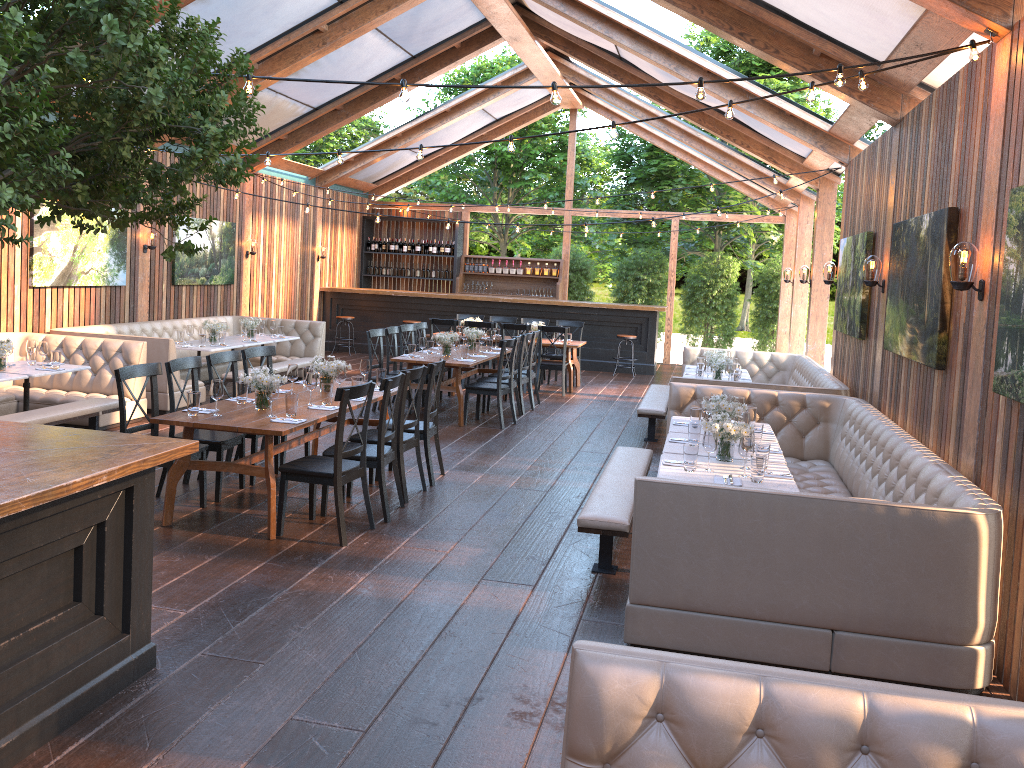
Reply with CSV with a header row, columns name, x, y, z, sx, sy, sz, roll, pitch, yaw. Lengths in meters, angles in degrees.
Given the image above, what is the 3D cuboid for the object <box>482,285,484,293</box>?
name,x,y,z,sx,sy,sz,roll,pitch,yaw
object,-0.616,-2.061,19.186,0.070,0.185,0.070,4,4,17

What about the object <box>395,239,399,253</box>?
name,x,y,z,sx,sy,sz,roll,pitch,yaw
object,-2.529,-3.038,19.483,0.077,0.306,0.077,5,4,29

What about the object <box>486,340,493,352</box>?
name,x,y,z,sx,sy,sz,roll,pitch,yaw
object,-0.297,-0.501,11.622,0.092,0.157,0.092,7,6,38

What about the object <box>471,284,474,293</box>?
name,x,y,z,sx,sy,sz,roll,pitch,yaw
object,-0.856,-2.069,19.147,0.070,0.185,0.070,4,4,17

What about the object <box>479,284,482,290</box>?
name,x,y,z,sx,sy,sz,roll,pitch,yaw
object,-0.695,-2.068,19.209,0.070,0.185,0.070,4,4,17

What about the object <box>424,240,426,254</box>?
name,x,y,z,sx,sy,sz,roll,pitch,yaw
object,-1.927,-3.002,19.449,0.077,0.306,0.077,5,4,29

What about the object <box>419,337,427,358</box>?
name,x,y,z,sx,sy,sz,roll,pitch,yaw
object,-1.052,-0.429,10.432,0.092,0.243,0.093,1,5,-30

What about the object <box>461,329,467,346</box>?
name,x,y,z,sx,sy,sz,roll,pitch,yaw
object,-0.656,-0.623,12.083,0.092,0.243,0.093,0,5,-35

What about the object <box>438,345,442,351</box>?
name,x,y,z,sx,sy,sz,roll,pitch,yaw
object,-0.914,-0.511,11.451,0.092,0.157,0.092,7,6,38

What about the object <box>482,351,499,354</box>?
name,x,y,z,sx,sy,sz,roll,pitch,yaw
object,-0.287,-0.410,11.460,0.255,0.019,0.158,5,8,13

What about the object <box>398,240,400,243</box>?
name,x,y,z,sx,sy,sz,roll,pitch,yaw
object,-2.506,-3.050,19.602,0.075,0.301,0.075,5,4,29

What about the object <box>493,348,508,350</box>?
name,x,y,z,sx,sy,sz,roll,pitch,yaw
object,-0.190,-0.480,12.041,0.255,0.019,0.158,5,8,13

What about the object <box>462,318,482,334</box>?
name,x,y,z,sx,sy,sz,roll,pitch,yaw
object,-0.633,-0.927,14.183,0.336,0.308,0.331,1,6,-22

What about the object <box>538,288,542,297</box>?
name,x,y,z,sx,sy,sz,roll,pitch,yaw
object,0.596,-1.949,18.821,0.073,0.180,0.074,2,4,-14

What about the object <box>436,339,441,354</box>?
name,x,y,z,sx,sy,sz,roll,pitch,yaw
object,-0.904,-0.495,11.003,0.092,0.243,0.093,0,5,-35

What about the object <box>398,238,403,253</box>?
name,x,y,z,sx,sy,sz,roll,pitch,yaw
object,-2.447,-3.036,19.436,0.081,0.322,0.081,2,4,-9

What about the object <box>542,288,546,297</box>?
name,x,y,z,sx,sy,sz,roll,pitch,yaw
object,0.675,-1.942,18.804,0.073,0.180,0.074,2,4,-14

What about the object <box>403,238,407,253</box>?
name,x,y,z,sx,sy,sz,roll,pitch,yaw
object,-2.346,-3.033,19.420,0.087,0.333,0.088,2,4,-8

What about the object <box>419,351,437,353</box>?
name,x,y,z,sx,sy,sz,roll,pitch,yaw
object,-1.040,-0.405,11.122,0.255,0.019,0.158,5,8,13

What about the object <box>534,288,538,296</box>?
name,x,y,z,sx,sy,sz,roll,pitch,yaw
object,0.513,-1.954,18.830,0.073,0.180,0.074,2,4,-14

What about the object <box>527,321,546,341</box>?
name,x,y,z,sx,sy,sz,roll,pitch,yaw
object,0.390,-0.842,13.940,0.329,0.308,0.337,-3,8,-45

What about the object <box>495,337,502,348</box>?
name,x,y,z,sx,sy,sz,roll,pitch,yaw
object,-0.191,-0.569,12.191,0.092,0.157,0.092,7,6,38

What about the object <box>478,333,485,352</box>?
name,x,y,z,sx,sy,sz,roll,pitch,yaw
object,-0.395,-0.543,11.574,0.092,0.243,0.093,0,5,-35

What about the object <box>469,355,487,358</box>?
name,x,y,z,sx,sy,sz,roll,pitch,yaw
object,-0.438,-0.351,10.957,0.255,0.019,0.158,5,8,13

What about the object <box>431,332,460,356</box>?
name,x,y,z,sx,sy,sz,roll,pitch,yaw
object,-0.805,-0.498,10.811,0.336,0.308,0.330,-2,8,-43

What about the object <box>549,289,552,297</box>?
name,x,y,z,sx,sy,sz,roll,pitch,yaw
object,0.819,-1.929,18.760,0.073,0.180,0.074,2,4,-14

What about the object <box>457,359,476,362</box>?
name,x,y,z,sx,sy,sz,roll,pitch,yaw
object,-0.556,-0.283,10.372,0.255,0.019,0.158,5,8,13

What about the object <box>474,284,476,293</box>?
name,x,y,z,sx,sy,sz,roll,pitch,yaw
object,-0.788,-2.076,19.232,0.070,0.185,0.070,4,4,17

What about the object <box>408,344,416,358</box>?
name,x,y,z,sx,sy,sz,roll,pitch,yaw
object,-1.171,-0.385,10.375,0.092,0.157,0.092,-1,6,-41

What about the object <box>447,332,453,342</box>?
name,x,y,z,sx,sy,sz,roll,pitch,yaw
object,-0.810,-0.556,11.508,0.092,0.243,0.093,0,5,-35

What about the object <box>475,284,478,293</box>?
name,x,y,z,sx,sy,sz,roll,pitch,yaw
object,-0.766,-2.064,19.148,0.070,0.185,0.070,4,4,17

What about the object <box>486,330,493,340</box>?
name,x,y,z,sx,sy,sz,roll,pitch,yaw
object,-0.309,-0.614,12.152,0.092,0.243,0.093,0,5,-35

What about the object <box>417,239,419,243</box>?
name,x,y,z,sx,sy,sz,roll,pitch,yaw
object,-2.078,-3.033,19.526,0.087,0.333,0.088,2,4,-8

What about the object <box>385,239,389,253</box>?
name,x,y,z,sx,sy,sz,roll,pitch,yaw
object,-2.749,-3.049,19.501,0.075,0.301,0.075,5,4,29

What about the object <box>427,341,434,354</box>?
name,x,y,z,sx,sy,sz,roll,pitch,yaw
object,-1.011,-0.450,10.944,0.092,0.157,0.092,7,6,38

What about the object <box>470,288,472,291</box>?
name,x,y,z,sx,sy,sz,roll,pitch,yaw
object,-0.871,-2.082,19.244,0.070,0.185,0.070,4,4,17

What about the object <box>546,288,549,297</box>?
name,x,y,z,sx,sy,sz,roll,pitch,yaw
object,0.756,-1.938,18.802,0.073,0.180,0.074,2,4,-14

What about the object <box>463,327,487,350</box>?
name,x,y,z,sx,sy,sz,roll,pitch,yaw
object,-0.528,-0.615,11.825,0.329,0.308,0.338,1,6,-21

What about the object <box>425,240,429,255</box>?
name,x,y,z,sx,sy,sz,roll,pitch,yaw
object,-1.856,-2.991,19.326,0.081,0.322,0.081,2,4,-9

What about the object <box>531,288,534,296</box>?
name,x,y,z,sx,sy,sz,roll,pitch,yaw
object,0.437,-1.961,18.856,0.073,0.180,0.074,2,4,-14

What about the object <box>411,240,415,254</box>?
name,x,y,z,sx,sy,sz,roll,pitch,yaw
object,-2.169,-3.007,19.376,0.077,0.308,0.078,2,4,-9

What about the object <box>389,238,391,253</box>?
name,x,y,z,sx,sy,sz,roll,pitch,yaw
object,-2.720,-3.081,19.641,0.087,0.333,0.088,2,4,-8

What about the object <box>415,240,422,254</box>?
name,x,y,z,sx,sy,sz,roll,pitch,yaw
object,-2.050,-3.005,19.400,0.136,0.314,0.137,1,5,-26

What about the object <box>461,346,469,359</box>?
name,x,y,z,sx,sy,sz,roll,pitch,yaw
object,-0.563,-0.375,10.543,0.092,0.157,0.092,0,5,-31

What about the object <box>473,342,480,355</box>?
name,x,y,z,sx,sy,sz,roll,pitch,yaw
object,-0.448,-0.442,11.119,0.092,0.157,0.092,7,6,38

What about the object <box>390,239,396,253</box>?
name,x,y,z,sx,sy,sz,roll,pitch,yaw
object,-2.632,-3.054,19.541,0.136,0.314,0.137,1,5,-26

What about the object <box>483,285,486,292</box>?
name,x,y,z,sx,sy,sz,roll,pitch,yaw
object,-0.599,-2.049,19.097,0.070,0.185,0.070,4,4,17

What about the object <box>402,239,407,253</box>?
name,x,y,z,sx,sy,sz,roll,pitch,yaw
object,-2.384,-3.042,19.548,0.136,0.314,0.137,1,5,-26

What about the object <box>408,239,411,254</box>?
name,x,y,z,sx,sy,sz,roll,pitch,yaw
object,-2.247,-3.020,19.439,0.078,0.311,0.078,3,4,7

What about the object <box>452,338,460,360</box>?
name,x,y,z,sx,sy,sz,roll,pitch,yaw
object,-0.665,-0.415,10.479,0.092,0.243,0.093,1,5,-30

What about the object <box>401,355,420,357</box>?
name,x,y,z,sx,sy,sz,roll,pitch,yaw
object,-1.188,-0.338,10.545,0.255,0.019,0.158,5,8,13

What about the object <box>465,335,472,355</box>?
name,x,y,z,sx,sy,sz,roll,pitch,yaw
object,-0.545,-0.484,11.071,0.092,0.243,0.093,0,5,-35

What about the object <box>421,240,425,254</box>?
name,x,y,z,sx,sy,sz,roll,pitch,yaw
object,-1.947,-2.988,19.347,0.075,0.301,0.076,3,4,-5

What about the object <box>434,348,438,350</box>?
name,x,y,z,sx,sy,sz,roll,pitch,yaw
object,-0.943,-0.467,11.639,0.255,0.019,0.158,5,8,13

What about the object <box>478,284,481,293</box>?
name,x,y,z,sx,sy,sz,roll,pitch,yaw
object,-0.696,-2.054,19.103,0.070,0.185,0.070,4,4,17
